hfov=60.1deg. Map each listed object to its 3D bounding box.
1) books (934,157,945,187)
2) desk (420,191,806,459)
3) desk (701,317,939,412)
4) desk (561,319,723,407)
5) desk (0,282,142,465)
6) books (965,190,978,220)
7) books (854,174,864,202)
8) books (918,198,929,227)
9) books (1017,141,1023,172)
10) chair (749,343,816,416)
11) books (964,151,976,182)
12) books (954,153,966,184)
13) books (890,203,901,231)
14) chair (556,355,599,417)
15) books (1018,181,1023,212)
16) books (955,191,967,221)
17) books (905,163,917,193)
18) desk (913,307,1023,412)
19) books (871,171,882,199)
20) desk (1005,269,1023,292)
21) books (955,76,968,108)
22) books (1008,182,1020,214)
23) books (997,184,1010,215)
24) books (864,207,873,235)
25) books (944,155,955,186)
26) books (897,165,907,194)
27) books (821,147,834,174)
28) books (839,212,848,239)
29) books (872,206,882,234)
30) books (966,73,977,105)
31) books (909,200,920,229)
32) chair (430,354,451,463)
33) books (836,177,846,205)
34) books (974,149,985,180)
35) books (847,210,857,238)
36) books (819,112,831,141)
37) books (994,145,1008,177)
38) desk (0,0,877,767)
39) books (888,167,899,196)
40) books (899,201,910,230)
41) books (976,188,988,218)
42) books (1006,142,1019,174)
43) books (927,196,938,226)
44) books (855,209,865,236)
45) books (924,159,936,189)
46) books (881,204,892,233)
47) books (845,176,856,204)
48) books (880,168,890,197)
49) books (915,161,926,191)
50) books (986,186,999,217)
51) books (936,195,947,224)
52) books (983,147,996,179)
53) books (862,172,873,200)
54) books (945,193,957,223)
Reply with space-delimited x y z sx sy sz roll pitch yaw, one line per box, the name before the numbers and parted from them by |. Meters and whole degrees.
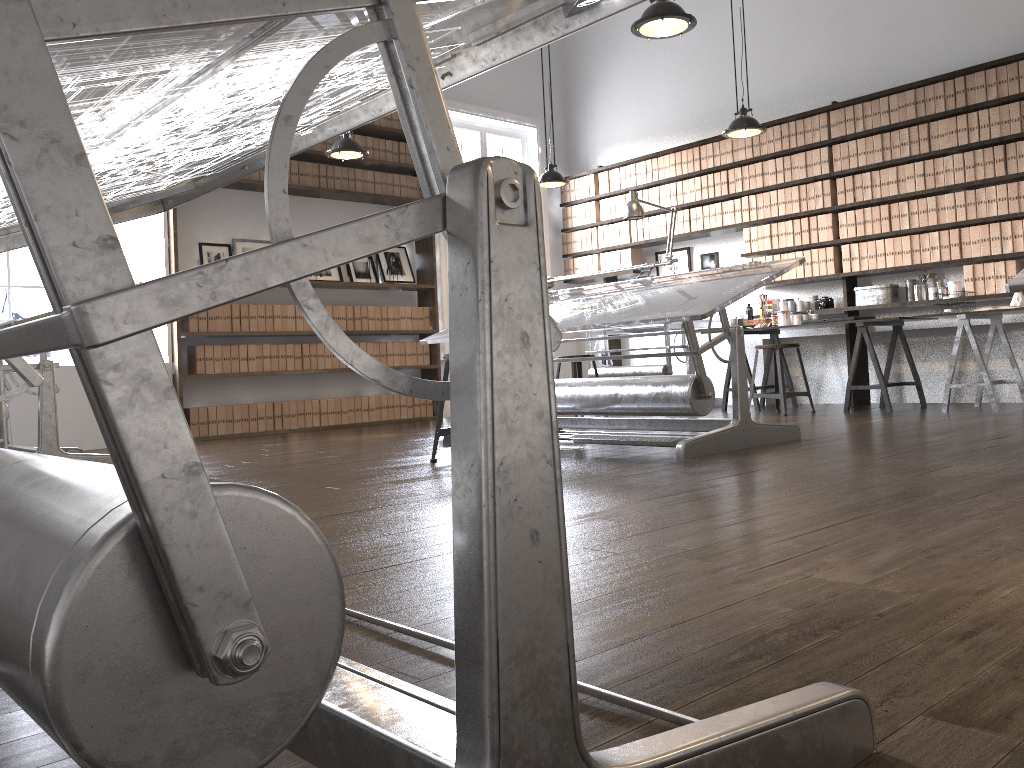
books | 3.221 -1.561 6.596 0.174 0.226 0.066 -2 -2 -42
desk | 0.453 -0.367 4.971 1.077 1.389 2.276 -2 0 -42
desk | 2.389 -0.129 6.974 0.656 0.670 1.665 -2 0 -42
desk | 1.268 -0.315 8.177 1.072 1.100 1.266 -2 -1 -42
desk | -2.545 -0.122 4.840 1.172 1.191 1.266 -2 -1 -42
books | 3.369 -1.288 6.432 0.175 0.226 0.066 -2 -2 -42
books | 2.806 -1.549 7.059 0.175 0.226 0.066 -2 -2 -42
books | 3.143 -1.281 6.686 0.175 0.226 0.066 -2 -2 -42
books | 3.592 -1.572 6.173 0.174 0.226 0.066 -2 -2 -42
chair | 1.992 -0.031 6.605 0.358 0.529 0.371 -2 -1 -33
books | 3.358 -1.565 6.432 0.175 0.226 0.067 -2 -2 -42
books | 3.310 -1.564 6.485 0.175 0.226 0.066 -2 -2 -42
books | 3.002 -1.277 6.844 0.175 0.226 0.066 -2 -2 -42
chair | 0.554 0.023 7.475 0.358 0.529 0.371 -2 -1 -33
books | 3.600 -1.295 6.173 0.175 0.226 0.066 -2 -2 -42
books | 3.319 -1.286 6.482 0.175 0.226 0.067 -2 -2 -42
books | 3.076 -1.557 6.751 0.175 0.226 0.066 -2 -2 -42
desk | 3.564 -0.164 5.661 0.656 0.670 1.665 -2 0 -42
books | 2.900 -1.552 6.953 0.174 0.226 0.066 -2 -2 -42
desk | 2.685 -0.433 2.478 1.077 1.389 2.065 -2 -1 -42
books | 3.312 -2.117 6.475 0.175 0.226 0.067 -2 -2 -42
books | 3.554 -1.293 6.217 0.175 0.226 0.067 -2 -2 -42
books | 3.506 -1.292 6.271 0.175 0.226 0.066 -2 -2 -42
books | 2.857 -1.273 7.002 0.175 0.226 0.066 -2 -2 -42
books | 3.264 -1.562 6.541 0.174 0.226 0.066 -2 -2 -42
books | 3.035 -1.556 6.799 0.175 0.226 0.066 -2 -2 -42
books | 2.612 -1.819 7.262 0.175 0.226 0.067 -2 -2 -42
books | 2.718 -1.269 7.156 0.174 0.226 0.066 -2 -2 -42
books | 2.903 -1.274 6.955 0.175 0.226 0.066 -2 -2 -42
books | 3.365 -2.118 6.423 0.175 0.226 0.066 -2 -2 -42
books | 3.096 -1.280 6.738 0.174 0.226 0.066 -2 -2 -42
chair | -0.168 0.110 4.334 0.358 0.529 0.372 -3 -1 27
books | 2.706 -1.546 7.170 0.175 0.226 0.066 -2 -2 -42
books | 3.403 -1.567 6.387 0.175 0.226 0.066 -2 -2 -42
books | 2.764 -1.270 7.100 0.175 0.226 0.066 -2 -2 -42
books | 2.602 -2.096 7.266 0.175 0.226 0.066 -2 -2 -42
books | 3.494 -1.569 6.281 0.175 0.226 0.067 -2 -2 -42
desk | -0.561 -0.258 1.326 1.077 1.389 2.065 -2 -1 -42
books | 2.988 -1.554 6.846 0.175 0.226 0.067 -2 -2 -42
books | 3.046 -1.278 6.788 0.174 0.226 0.066 -2 -2 -42
books | 3.417 -1.289 6.382 0.174 0.226 0.066 -2 -2 -42
books | 3.548 -1.571 6.229 0.175 0.226 0.066 -2 -2 -42
books | 3.184 -1.282 6.632 0.175 0.226 0.067 -2 -2 -42
books | 2.812 -1.271 7.046 0.175 0.226 0.067 -2 -2 -42
books | 3.173 -1.560 6.647 0.175 0.226 0.066 -2 -2 -42
books | 2.948 -1.275 6.896 0.175 0.226 0.067 -2 -2 -42
books | 2.752 -1.547 7.111 0.175 0.226 0.067 -2 -2 -42
books | 2.947 -1.553 6.900 0.175 0.226 0.066 -2 -2 -42
books | 3.123 -1.558 6.696 0.175 0.226 0.067 -2 -2 -42
books | 3.460 -1.291 6.327 0.174 0.226 0.066 -2 -2 -42
books | 3.232 -1.284 6.585 0.175 0.226 0.066 -2 -2 -42
books | 3.449 -1.568 6.340 0.175 0.226 0.066 -2 -2 -42
books | 2.850 -1.550 7.003 0.174 0.226 0.066 -2 -2 -42
books | 3.272 -1.285 6.537 0.175 0.226 0.066 -2 -2 -42
